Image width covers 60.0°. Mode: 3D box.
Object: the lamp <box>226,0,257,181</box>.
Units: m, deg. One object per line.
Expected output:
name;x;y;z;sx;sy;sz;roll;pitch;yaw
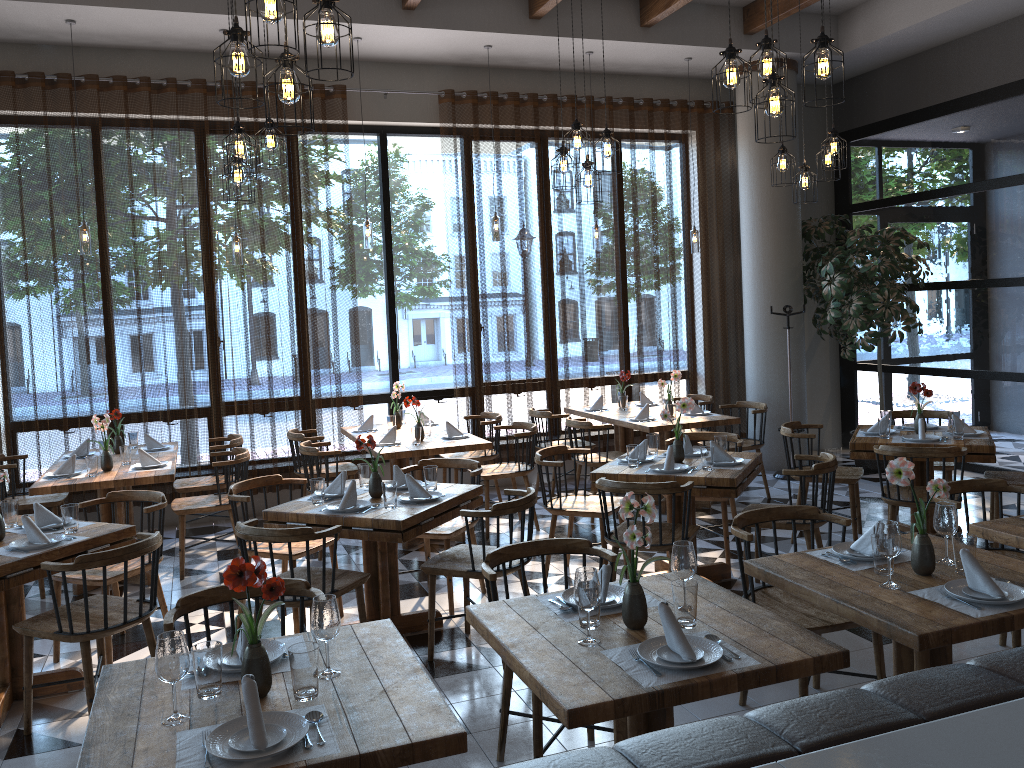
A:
lamp;-1.743;-2.321;5.535;0.175;2.067;0.175;-3;3;-12

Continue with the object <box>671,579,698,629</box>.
object;0.523;0.665;2.675;0.080;0.132;0.080;-4;3;-20

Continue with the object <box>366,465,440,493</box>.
object;-0.621;0.516;5.009;0.352;0.137;0.273;0;5;25

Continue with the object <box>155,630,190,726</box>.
object;-0.839;0.726;2.193;0.081;0.215;0.081;0;4;39

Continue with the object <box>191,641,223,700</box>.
object;-0.799;0.755;2.331;0.080;0.132;0.080;-5;4;-35

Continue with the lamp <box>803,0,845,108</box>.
lamp;1.341;-2.278;3.891;0.175;2.067;0.175;-2;3;20

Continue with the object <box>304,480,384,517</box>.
object;-0.842;0.568;4.520;0.352;0.137;0.273;0;5;25

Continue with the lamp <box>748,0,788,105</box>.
lamp;1.192;-2.401;4.236;0.175;2.067;0.175;-4;3;-36

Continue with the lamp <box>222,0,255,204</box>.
lamp;-1.699;-2.131;5.330;0.175;2.067;0.175;-3;2;-1

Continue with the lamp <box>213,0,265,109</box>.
lamp;-1.108;-2.127;3.424;0.175;2.067;0.175;-2;2;8

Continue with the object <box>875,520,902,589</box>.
object;1.254;0.567;2.949;0.081;0.215;0.081;-2;3;11

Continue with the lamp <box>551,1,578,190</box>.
lamp;0.334;-2.440;6.338;0.175;2.067;0.175;-1;3;31

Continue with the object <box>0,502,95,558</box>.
object;-2.268;0.659;4.217;0.582;0.137;0.579;0;5;25

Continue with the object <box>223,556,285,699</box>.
object;-0.678;0.636;2.350;0.156;0.354;0.171;-3;3;-17

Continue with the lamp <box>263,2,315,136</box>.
lamp;-0.894;-1.999;3.351;0.175;2.067;0.175;0;3;41

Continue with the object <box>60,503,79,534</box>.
object;-2.129;0.650;4.273;0.080;0.132;0.080;0;4;35

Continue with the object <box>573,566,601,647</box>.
object;0.220;0.646;2.575;0.081;0.215;0.081;-1;3;34

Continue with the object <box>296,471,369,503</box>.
object;-0.974;0.544;4.875;0.272;0.137;0.353;-1;5;25

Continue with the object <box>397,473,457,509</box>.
object;-0.489;0.540;4.654;0.272;0.137;0.353;-1;5;25

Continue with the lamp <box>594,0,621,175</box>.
lamp;0.610;-2.468;6.003;0.175;2.067;0.175;-4;3;-36

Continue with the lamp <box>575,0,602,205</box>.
lamp;0.498;-2.304;6.189;0.175;2.067;0.175;-4;3;-25

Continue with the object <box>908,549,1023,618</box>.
object;1.496;0.606;2.817;0.352;0.137;0.272;-4;5;-20

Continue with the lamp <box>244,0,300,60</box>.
lamp;-0.895;-2.210;3.110;0.175;2.067;0.175;0;3;41

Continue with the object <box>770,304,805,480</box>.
object;2.676;0.071;8.516;0.374;1.655;0.375;-2;3;3

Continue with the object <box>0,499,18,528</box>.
object;-2.523;0.652;4.456;0.080;0.132;0.080;-6;4;-45

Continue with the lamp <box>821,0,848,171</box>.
lamp;2.403;-2.664;6.686;0.175;2.067;0.175;-3;2;-7

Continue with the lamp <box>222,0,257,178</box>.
lamp;-1.626;-2.247;5.118;0.175;2.067;0.175;-4;3;-34

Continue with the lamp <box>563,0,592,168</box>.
lamp;0.403;-2.512;5.963;0.175;2.067;0.175;-4;3;-25

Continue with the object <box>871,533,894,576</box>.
object;1.294;0.595;3.086;0.080;0.132;0.080;-5;4;-35

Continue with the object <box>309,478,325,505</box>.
object;-1.021;0.566;4.661;0.080;0.132;0.080;-3;3;-5

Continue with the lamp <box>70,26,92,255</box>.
lamp;-3.314;-1.971;6.762;0.078;1.960;0.078;-5;3;-44

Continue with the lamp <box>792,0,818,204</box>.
lamp;2.234;-2.439;6.843;0.175;2.067;0.175;-3;2;-7

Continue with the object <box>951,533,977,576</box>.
object;1.557;0.586;3.048;0.080;0.132;0.080;-4;3;-20

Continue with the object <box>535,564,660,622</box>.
object;0.284;0.651;2.937;0.352;0.137;0.272;-4;5;-20

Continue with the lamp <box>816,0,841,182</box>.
lamp;2.433;-2.627;6.895;0.175;2.067;0.175;-3;3;-18

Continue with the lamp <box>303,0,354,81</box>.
lamp;-0.720;-2.171;3.230;0.175;2.067;0.175;-1;3;30

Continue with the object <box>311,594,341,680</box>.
object;-0.509;0.691;2.429;0.081;0.215;0.081;-3;3;-11

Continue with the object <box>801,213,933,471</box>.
object;3.331;-0.461;8.911;1.382;2.587;1.635;-5;4;-36

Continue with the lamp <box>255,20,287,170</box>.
lamp;-1.543;-2.382;5.481;0.175;2.067;0.175;-3;2;-1

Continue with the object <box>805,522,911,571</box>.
object;1.325;0.572;3.313;0.352;0.137;0.272;-4;5;-20

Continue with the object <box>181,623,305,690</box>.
object;-0.770;0.731;2.557;0.352;0.137;0.272;-4;5;-20

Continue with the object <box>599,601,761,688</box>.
object;0.455;0.686;2.441;0.352;0.137;0.272;-4;5;-20

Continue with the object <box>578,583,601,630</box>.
object;0.235;0.676;2.704;0.080;0.132;0.080;-3;3;-15

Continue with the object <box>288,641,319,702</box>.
object;-0.536;0.746;2.292;0.080;0.132;0.080;-4;3;-20

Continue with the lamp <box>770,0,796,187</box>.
lamp;2.032;-2.552;6.736;0.175;2.067;0.175;-5;3;-40

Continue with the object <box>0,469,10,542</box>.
object;-2.454;0.541;4.154;0.146;0.399;0.207;-3;3;0

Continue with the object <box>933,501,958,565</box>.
object;1.554;0.534;3.173;0.081;0.215;0.081;-4;3;-28

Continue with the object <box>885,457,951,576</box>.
object;1.411;0.456;3.082;0.207;0.399;0.146;-3;3;-12

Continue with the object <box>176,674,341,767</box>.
object;-0.600;0.766;2.060;0.352;0.137;0.272;-4;5;-20

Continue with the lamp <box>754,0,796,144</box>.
lamp;1.161;-2.150;4.018;0.175;2.067;0.175;-4;3;-36

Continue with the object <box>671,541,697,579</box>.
object;0.547;0.611;2.810;0.081;0.215;0.081;-1;3;34

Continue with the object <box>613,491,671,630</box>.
object;0.389;0.536;2.684;0.146;0.399;0.207;-3;3;-17

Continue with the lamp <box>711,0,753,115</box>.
lamp;1.001;-2.329;4.162;0.175;2.067;0.175;0;3;42
